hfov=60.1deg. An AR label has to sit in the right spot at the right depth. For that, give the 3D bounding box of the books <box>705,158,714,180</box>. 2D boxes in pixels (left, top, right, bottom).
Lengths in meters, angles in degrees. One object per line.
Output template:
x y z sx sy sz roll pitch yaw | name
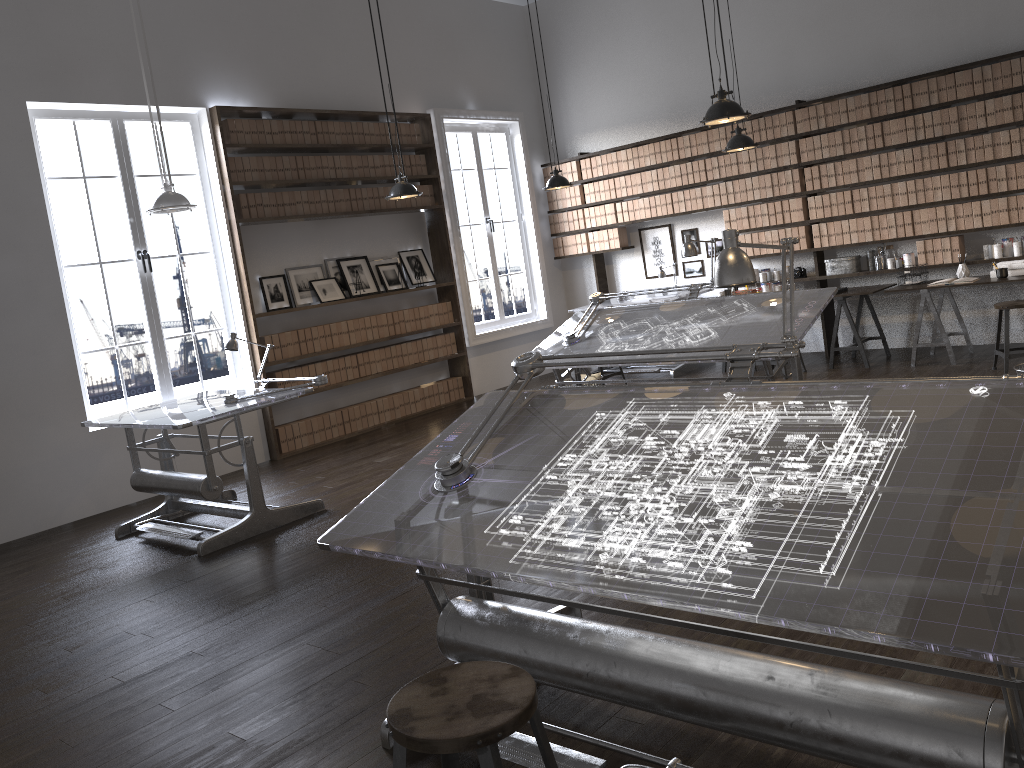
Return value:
2.072 -2.206 9.104 0.066 0.224 0.176 -4 8 42 | books

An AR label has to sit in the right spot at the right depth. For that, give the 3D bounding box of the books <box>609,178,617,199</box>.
1.169 -2.181 9.892 0.067 0.225 0.176 -4 8 42 | books

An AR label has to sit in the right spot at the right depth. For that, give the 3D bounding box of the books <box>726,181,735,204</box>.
2.258 -1.946 8.993 0.066 0.224 0.175 -4 8 42 | books

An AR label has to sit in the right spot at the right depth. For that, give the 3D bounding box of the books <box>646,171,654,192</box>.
1.534 -2.191 9.574 0.066 0.224 0.176 -4 8 42 | books

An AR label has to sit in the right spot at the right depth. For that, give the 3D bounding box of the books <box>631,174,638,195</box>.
1.388 -2.187 9.706 0.066 0.224 0.176 -4 8 42 | books

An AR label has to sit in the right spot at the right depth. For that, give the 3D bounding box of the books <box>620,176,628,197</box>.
1.279 -2.184 9.797 0.066 0.224 0.175 -4 8 41 | books

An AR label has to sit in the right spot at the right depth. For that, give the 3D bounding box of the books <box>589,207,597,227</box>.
0.974 -1.912 10.125 0.066 0.224 0.175 -4 8 41 | books

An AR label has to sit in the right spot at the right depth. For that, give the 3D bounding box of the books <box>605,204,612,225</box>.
1.135 -1.917 9.984 0.066 0.224 0.176 -4 8 42 | books

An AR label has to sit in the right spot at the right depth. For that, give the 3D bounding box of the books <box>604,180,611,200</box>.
1.117 -2.180 9.945 0.066 0.224 0.176 -4 8 41 | books

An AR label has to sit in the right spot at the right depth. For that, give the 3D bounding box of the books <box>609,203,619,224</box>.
1.180 -1.917 9.939 0.067 0.225 0.176 -4 8 41 | books

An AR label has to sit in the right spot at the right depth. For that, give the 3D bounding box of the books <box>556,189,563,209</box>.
0.607 -2.172 10.389 0.066 0.224 0.176 -4 8 41 | books

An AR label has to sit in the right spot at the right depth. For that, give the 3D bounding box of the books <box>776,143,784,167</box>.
2.639 -2.220 8.601 0.066 0.224 0.176 -4 8 42 | books

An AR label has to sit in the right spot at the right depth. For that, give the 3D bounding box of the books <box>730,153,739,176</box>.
2.277 -2.210 8.914 0.067 0.225 0.176 -4 8 42 | books

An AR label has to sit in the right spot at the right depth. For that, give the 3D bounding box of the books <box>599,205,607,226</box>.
1.080 -1.915 10.035 0.066 0.224 0.176 -4 8 42 | books

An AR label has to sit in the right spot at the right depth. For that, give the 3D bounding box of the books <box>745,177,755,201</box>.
2.414 -1.950 8.853 0.067 0.225 0.176 -4 8 42 | books

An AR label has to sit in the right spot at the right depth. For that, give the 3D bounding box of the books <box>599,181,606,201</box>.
1.067 -2.179 9.987 0.066 0.224 0.176 -4 8 42 | books

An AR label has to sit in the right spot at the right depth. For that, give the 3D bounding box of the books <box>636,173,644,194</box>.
1.435 -2.187 9.657 0.067 0.225 0.176 -4 8 41 | books

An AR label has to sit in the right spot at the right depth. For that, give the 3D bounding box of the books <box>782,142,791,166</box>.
2.685 -2.221 8.559 0.066 0.224 0.176 -4 8 42 | books

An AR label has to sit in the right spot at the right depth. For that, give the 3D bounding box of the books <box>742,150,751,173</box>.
2.377 -2.213 8.831 0.066 0.224 0.176 -4 8 41 | books

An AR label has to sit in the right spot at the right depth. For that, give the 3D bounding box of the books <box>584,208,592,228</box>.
0.918 -1.910 10.171 0.066 0.224 0.176 -4 8 41 | books

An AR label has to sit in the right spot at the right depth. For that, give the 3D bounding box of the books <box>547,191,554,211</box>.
0.502 -2.170 10.485 0.066 0.224 0.176 -4 8 41 | books

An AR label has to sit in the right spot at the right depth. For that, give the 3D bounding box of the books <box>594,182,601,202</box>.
1.016 -2.176 10.025 0.067 0.225 0.176 -4 8 41 | books

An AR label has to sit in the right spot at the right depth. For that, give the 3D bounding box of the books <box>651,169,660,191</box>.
1.587 -2.192 9.524 0.067 0.225 0.176 -4 8 41 | books

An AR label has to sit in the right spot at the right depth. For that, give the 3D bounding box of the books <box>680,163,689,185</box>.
1.851 -2.198 9.289 0.067 0.225 0.176 -4 8 42 | books

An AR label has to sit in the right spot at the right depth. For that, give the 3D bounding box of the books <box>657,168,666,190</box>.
1.642 -2.194 9.481 0.066 0.224 0.176 -4 8 42 | books

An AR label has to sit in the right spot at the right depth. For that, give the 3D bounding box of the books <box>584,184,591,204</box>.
0.910 -2.174 10.124 0.066 0.224 0.175 -4 8 42 | books

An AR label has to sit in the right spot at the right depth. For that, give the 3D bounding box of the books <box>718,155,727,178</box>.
2.178 -2.208 9.010 0.066 0.224 0.175 -4 8 41 | books

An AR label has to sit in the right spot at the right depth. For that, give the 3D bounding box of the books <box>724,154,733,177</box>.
2.231 -2.210 8.963 0.066 0.224 0.176 -4 8 41 | books

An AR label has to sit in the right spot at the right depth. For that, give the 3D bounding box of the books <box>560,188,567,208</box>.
0.656 -2.174 10.349 0.066 0.224 0.176 -4 8 41 | books

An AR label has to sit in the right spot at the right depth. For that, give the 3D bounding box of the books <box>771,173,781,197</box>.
2.619 -1.956 8.679 0.066 0.224 0.176 -4 8 41 | books

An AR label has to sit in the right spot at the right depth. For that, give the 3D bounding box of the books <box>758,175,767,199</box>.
2.518 -1.953 8.766 0.066 0.224 0.176 -4 8 41 | books

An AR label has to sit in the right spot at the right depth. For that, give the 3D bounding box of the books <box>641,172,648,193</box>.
1.488 -2.190 9.616 0.066 0.224 0.176 -4 8 42 | books

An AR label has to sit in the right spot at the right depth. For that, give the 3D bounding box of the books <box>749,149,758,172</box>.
2.430 -2.214 8.781 0.067 0.225 0.176 -4 8 42 | books

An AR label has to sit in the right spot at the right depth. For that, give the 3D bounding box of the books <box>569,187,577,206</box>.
0.757 -2.176 10.261 0.066 0.224 0.176 -4 8 41 | books

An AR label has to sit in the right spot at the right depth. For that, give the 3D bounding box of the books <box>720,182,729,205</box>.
2.202 -1.944 9.038 0.066 0.224 0.176 -4 8 42 | books

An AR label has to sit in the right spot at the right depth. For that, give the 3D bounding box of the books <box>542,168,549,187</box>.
0.450 -2.440 10.463 0.067 0.225 0.176 -4 8 42 | books

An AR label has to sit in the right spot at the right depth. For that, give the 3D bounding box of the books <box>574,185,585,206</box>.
0.810 -2.178 10.214 0.066 0.224 0.175 -4 8 41 | books

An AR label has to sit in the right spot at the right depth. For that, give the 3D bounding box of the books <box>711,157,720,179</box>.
2.122 -2.206 9.054 0.066 0.224 0.175 -4 8 42 | books

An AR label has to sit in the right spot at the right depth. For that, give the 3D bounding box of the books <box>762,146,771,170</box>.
2.538 -2.218 8.693 0.066 0.224 0.175 -4 8 41 | books

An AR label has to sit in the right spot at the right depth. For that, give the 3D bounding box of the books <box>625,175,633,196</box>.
1.335 -2.186 9.753 0.066 0.224 0.175 -4 8 42 | books

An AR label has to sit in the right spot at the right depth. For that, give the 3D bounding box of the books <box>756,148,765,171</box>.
2.485 -2.216 8.738 0.066 0.224 0.176 -4 8 41 | books

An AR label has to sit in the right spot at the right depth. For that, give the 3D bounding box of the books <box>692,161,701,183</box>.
1.960 -2.203 9.202 0.066 0.224 0.176 -4 8 42 | books

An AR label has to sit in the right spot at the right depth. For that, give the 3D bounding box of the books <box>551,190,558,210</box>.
0.552 -2.170 10.436 0.067 0.225 0.176 -4 8 42 | books

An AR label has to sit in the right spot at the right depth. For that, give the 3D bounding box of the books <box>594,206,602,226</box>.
1.029 -1.914 10.082 0.066 0.224 0.175 -4 8 42 | books

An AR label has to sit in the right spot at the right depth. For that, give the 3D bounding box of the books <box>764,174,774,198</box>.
2.565 -1.953 8.719 0.067 0.225 0.176 -4 8 42 | books

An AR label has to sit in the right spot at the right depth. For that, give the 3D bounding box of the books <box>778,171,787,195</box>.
2.672 -1.957 8.632 0.066 0.224 0.175 -4 8 41 | books

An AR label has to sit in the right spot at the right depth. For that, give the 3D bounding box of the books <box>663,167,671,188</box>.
1.695 -2.196 9.436 0.066 0.224 0.175 -4 8 42 | books

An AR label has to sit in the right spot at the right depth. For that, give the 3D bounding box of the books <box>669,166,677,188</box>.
1.745 -2.196 9.387 0.066 0.224 0.175 -4 8 41 | books

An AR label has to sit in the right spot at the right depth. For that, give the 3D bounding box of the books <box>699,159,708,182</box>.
2.012 -2.203 9.149 0.067 0.225 0.176 -4 8 41 | books

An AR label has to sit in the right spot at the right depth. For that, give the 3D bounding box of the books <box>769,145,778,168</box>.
2.586 -2.218 8.642 0.067 0.225 0.176 -4 8 41 | books

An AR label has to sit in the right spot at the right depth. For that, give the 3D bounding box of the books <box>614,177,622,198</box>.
1.229 -2.183 9.847 0.066 0.224 0.176 -4 8 41 | books

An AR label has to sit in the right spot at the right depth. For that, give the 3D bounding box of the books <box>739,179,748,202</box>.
2.364 -1.949 8.902 0.066 0.224 0.176 -4 8 41 | books

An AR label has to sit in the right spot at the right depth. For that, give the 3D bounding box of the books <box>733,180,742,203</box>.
2.313 -1.948 8.950 0.066 0.224 0.175 -4 8 41 | books

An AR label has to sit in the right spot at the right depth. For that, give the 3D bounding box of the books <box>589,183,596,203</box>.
0.962 -2.175 10.073 0.066 0.224 0.176 -4 8 42 | books

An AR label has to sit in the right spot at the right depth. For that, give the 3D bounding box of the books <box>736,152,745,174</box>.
2.331 -2.212 8.873 0.066 0.224 0.176 -4 8 41 | books

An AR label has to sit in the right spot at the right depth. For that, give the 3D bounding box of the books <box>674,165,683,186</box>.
1.797 -2.197 9.337 0.066 0.224 0.176 -4 8 41 | books

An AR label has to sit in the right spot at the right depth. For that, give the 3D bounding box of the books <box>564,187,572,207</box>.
0.703 -2.174 10.301 0.067 0.225 0.176 -4 8 42 | books

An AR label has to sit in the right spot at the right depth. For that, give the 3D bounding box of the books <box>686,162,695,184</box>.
1.902 -2.201 9.251 0.066 0.224 0.176 -4 8 41 | books
